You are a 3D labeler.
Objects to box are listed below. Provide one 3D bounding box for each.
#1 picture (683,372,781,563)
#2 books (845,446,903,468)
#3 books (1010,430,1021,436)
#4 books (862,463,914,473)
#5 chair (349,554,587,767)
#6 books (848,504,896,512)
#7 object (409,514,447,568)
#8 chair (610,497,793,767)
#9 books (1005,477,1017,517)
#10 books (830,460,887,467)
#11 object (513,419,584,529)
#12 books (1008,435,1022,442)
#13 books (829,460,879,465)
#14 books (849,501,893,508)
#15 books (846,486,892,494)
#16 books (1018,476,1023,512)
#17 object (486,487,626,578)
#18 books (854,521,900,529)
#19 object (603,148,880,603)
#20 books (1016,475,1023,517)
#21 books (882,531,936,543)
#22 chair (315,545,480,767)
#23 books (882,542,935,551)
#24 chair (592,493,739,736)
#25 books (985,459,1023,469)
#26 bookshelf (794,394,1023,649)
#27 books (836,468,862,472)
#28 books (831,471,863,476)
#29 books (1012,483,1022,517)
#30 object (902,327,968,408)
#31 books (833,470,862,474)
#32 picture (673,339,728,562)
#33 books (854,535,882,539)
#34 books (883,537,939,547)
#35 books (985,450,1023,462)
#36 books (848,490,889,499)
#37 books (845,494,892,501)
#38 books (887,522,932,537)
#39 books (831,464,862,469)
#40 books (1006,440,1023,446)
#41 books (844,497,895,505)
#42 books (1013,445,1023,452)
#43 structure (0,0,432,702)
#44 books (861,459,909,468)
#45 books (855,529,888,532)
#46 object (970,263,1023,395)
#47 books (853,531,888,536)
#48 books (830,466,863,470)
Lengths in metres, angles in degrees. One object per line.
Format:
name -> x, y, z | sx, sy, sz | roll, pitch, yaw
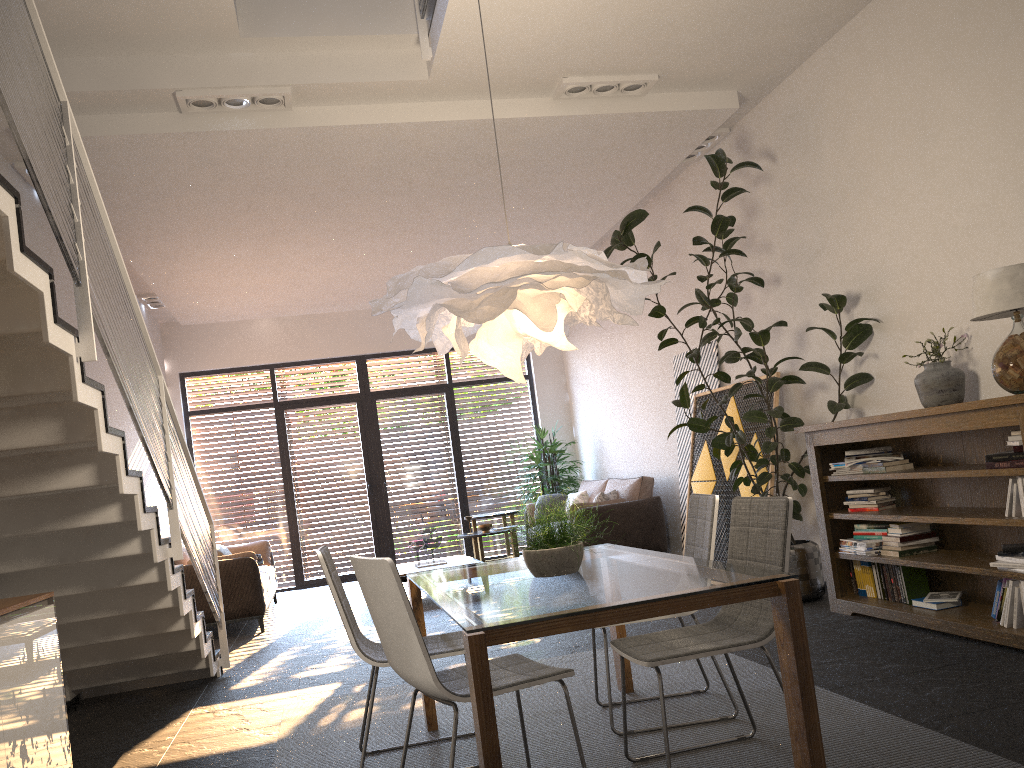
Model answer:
picture -> 1.737, 0.814, 7.164 | 0.386, 1.600, 1.504 | -7, -4, -13
books -> 2.168, 0.440, 5.312 | 0.323, 0.108, 0.273 | -10, -6, 22
books -> 2.401, 0.208, 4.024 | 0.204, 0.022, 0.156 | -5, -6, -27
books -> 2.180, 0.489, 5.140 | 0.179, 0.034, 0.244 | -7, -6, -10
chair -> -0.150, 0.983, 2.932 | 0.600, 0.917, 0.477 | -6, -4, -27
books -> 2.186, 0.751, 5.375 | 0.158, 0.021, 0.225 | -5, -6, -27
object -> -1.077, -0.821, 4.732 | 0.365, 4.460, 8.939 | -7, -5, -1
chair -> 0.690, 0.891, 3.118 | 0.601, 0.917, 0.477 | -7, -3, -12
books -> 2.360, 0.518, 4.108 | 0.135, 0.181, 0.078 | -7, -3, -13
books -> 2.146, 0.474, 5.378 | 0.252, 0.011, 0.320 | -3, -7, -41
object -> 0.494, 1.332, 11.353 | 0.918, 1.718, 0.976 | -11, -4, 43
books -> 2.396, 0.231, 4.020 | 0.244, 0.023, 0.175 | -11, -7, 32
books -> 2.144, 0.464, 5.387 | 0.252, 0.011, 0.320 | -3, -7, -36
books -> 2.177, 0.731, 5.374 | 0.154, 0.022, 0.206 | -4, -7, -32
books -> 2.166, 0.646, 5.378 | 0.154, 0.020, 0.206 | -5, -6, -27
books -> 2.373, 0.505, 4.015 | 0.136, 0.188, 0.018 | -7, -3, -12
object -> 0.165, 0.562, 3.403 | 0.530, 0.366, 0.671 | -6, -5, -17
books -> 2.212, 0.839, 5.293 | 0.193, 0.028, 0.247 | -4, -7, -32
object -> 1.602, -0.079, 6.099 | 0.905, 3.191, 2.022 | -6, -4, -35
books -> 2.388, 0.507, 4.056 | 0.136, 0.188, 0.018 | -7, -3, -12
books -> 2.259, 0.869, 5.044 | 0.225, 0.029, 0.180 | -7, -6, -10
chair -> -0.443, 1.092, 3.632 | 0.601, 0.917, 0.477 | -7, -3, -10
books -> 2.263, 0.920, 5.058 | 0.227, 0.023, 0.167 | -6, -6, -14
chair -> 0.629, 0.972, 3.856 | 0.601, 0.917, 0.476 | -7, -3, -3
books -> 2.372, 0.353, 4.049 | 0.230, 0.034, 0.287 | -5, -6, -20
bookshelf -> 2.282, 0.712, 4.708 | 0.450, 1.168, 1.928 | -7, -5, -13
books -> 2.160, 0.499, 5.333 | 0.320, 0.011, 0.252 | -13, -8, 44
books -> 2.144, 0.525, 5.353 | 0.252, 0.011, 0.320 | -3, -7, -39
books -> 2.367, 0.529, 4.088 | 0.120, 0.157, 0.056 | -7, -3, -12
object -> 2.255, -0.084, 4.703 | 0.385, 0.411, 0.277 | -5, -4, -34
books -> 2.150, 0.513, 5.346 | 0.252, 0.011, 0.320 | -2, -8, -43
picture -> 1.682, 0.686, 7.944 | 0.207, 2.013, 0.962 | -7, -3, -13
books -> 2.202, 0.904, 5.290 | 0.175, 0.023, 0.251 | -4, -7, -32
books -> 2.271, 0.894, 5.049 | 0.243, 0.023, 0.176 | -7, -6, -6
books -> 0.729, -3.040, 1.976 | 0.361, 6.689, 5.390 | -9, -4, 28
books -> 2.164, 0.668, 5.382 | 0.222, 0.023, 0.147 | -11, -6, 28
books -> 2.166, 0.691, 5.388 | 0.162, 0.023, 0.233 | -6, -6, -12
books -> 2.268, 0.819, 5.056 | 0.216, 0.069, 0.158 | -7, -5, -3
books -> 2.145, 0.482, 5.359 | 0.252, 0.011, 0.320 | -3, -7, -41
books -> 2.392, 0.252, 3.999 | 0.244, 0.019, 0.175 | -9, -6, 12
books -> 2.172, 0.711, 5.380 | 0.174, 0.019, 0.245 | -5, -6, -27
books -> 2.388, 0.276, 3.994 | 0.226, 0.029, 0.179 | -11, -6, 29
structure -> -0.529, -2.744, 2.474 | 4.228, 8.285, 8.500 | -7, -4, -13
books -> 2.169, 0.462, 5.149 | 0.166, 0.023, 0.228 | -7, -6, -9
books -> 2.214, 0.860, 5.290 | 0.192, 0.014, 0.257 | -5, -6, -24
object -> 2.349, -0.242, 4.097 | 0.388, 0.580, 0.391 | -4, -5, -43
books -> 2.199, 0.881, 5.291 | 0.175, 0.023, 0.251 | -5, -6, -27
books -> 2.141, 0.495, 5.374 | 0.252, 0.011, 0.320 | -4, -7, -31
